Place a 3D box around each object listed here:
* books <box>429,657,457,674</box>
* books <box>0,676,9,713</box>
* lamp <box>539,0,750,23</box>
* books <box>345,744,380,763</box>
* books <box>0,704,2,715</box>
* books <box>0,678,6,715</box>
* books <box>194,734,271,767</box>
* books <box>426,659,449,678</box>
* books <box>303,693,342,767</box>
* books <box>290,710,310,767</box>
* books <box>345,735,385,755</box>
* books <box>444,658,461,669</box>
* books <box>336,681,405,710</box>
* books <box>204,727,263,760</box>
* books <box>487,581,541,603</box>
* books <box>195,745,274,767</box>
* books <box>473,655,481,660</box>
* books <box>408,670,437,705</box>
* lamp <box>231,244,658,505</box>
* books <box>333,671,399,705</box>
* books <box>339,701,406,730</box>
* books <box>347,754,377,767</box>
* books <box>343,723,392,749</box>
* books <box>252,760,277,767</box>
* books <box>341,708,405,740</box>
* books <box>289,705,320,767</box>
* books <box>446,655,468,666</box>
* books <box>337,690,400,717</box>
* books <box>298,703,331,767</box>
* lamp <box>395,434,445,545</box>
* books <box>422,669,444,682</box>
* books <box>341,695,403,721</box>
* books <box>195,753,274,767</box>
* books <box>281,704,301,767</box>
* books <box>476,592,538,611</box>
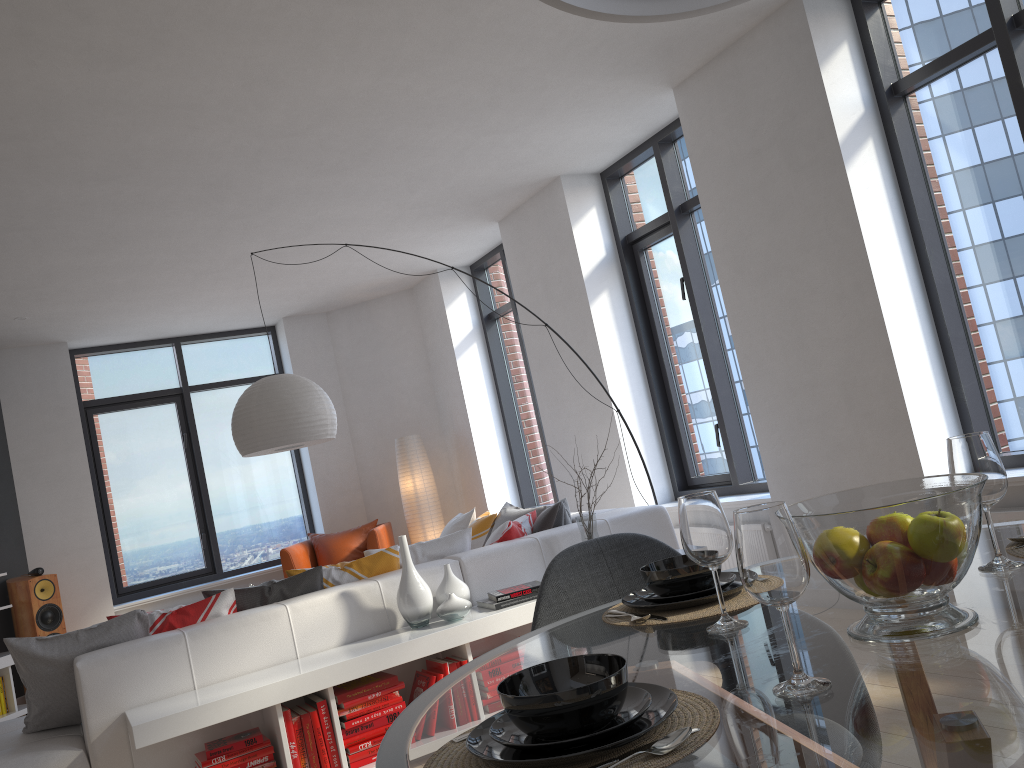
[{"bbox_3d":[-0.270,1.309,3.761,0.038,0.270,0.215,-10,-6,-28],"label":"books"},{"bbox_3d":[-3.896,2.350,6.672,0.213,0.270,0.025,-14,-5,16],"label":"books"},{"bbox_3d":[-0.158,-2.895,1.512,1.000,4.513,1.000,-10,-5,-27],"label":"lamp"},{"bbox_3d":[-0.546,1.446,3.570,0.282,0.030,0.188,-10,-5,-27],"label":"books"},{"bbox_3d":[-3.895,2.363,6.613,0.172,0.234,0.024,-14,-5,16],"label":"books"},{"bbox_3d":[-3.896,2.348,6.643,0.204,0.270,0.029,-14,-5,16],"label":"books"},{"bbox_3d":[-1.070,1.401,3.395,0.254,0.025,0.178,-10,-6,-29],"label":"books"},{"bbox_3d":[-0.296,1.307,3.729,0.046,0.282,0.199,-10,-6,-28],"label":"books"},{"bbox_3d":[-0.749,1.380,3.506,0.049,0.291,0.214,-10,-6,-28],"label":"books"},{"bbox_3d":[-0.840,1.413,3.458,0.031,0.255,0.181,-10,-6,-28],"label":"books"},{"bbox_3d":[-0.555,1.421,3.574,0.266,0.026,0.187,-10,-6,-29],"label":"books"},{"bbox_3d":[-0.238,1.306,3.768,0.028,0.266,0.188,-10,-6,-28],"label":"books"},{"bbox_3d":[-0.595,1.258,3.607,0.266,0.026,0.187,-9,-6,-34],"label":"books"},{"bbox_3d":[-1.065,1.373,3.392,0.206,0.029,0.152,-10,-5,-22],"label":"books"},{"bbox_3d":[0.023,0.929,3.973,0.238,0.027,0.188,-11,-5,-15],"label":"books"},{"bbox_3d":[-1.061,1.425,3.390,0.269,0.028,0.179,-10,-5,-27],"label":"books"},{"bbox_3d":[-0.074,1.224,3.931,0.301,0.032,0.227,-10,-6,-28],"label":"books"},{"bbox_3d":[-0.387,1.339,3.685,0.144,0.247,0.188,-10,-6,-28],"label":"books"},{"bbox_3d":[-0.004,0.223,5.044,3.199,2.647,0.710,-13,-5,7],"label":"lamp"},{"bbox_3d":[-0.620,1.233,3.608,0.259,0.034,0.206,-9,-6,-31],"label":"books"},{"bbox_3d":[-0.589,1.332,3.599,0.261,0.027,0.191,-9,-6,-32],"label":"books"},{"bbox_3d":[-0.550,1.478,3.581,0.274,0.029,0.200,-10,-6,-29],"label":"books"},{"bbox_3d":[-0.574,1.400,3.610,0.301,0.032,0.227,-10,-6,-28],"label":"books"},{"bbox_3d":[-1.049,1.477,3.387,0.257,0.025,0.182,-10,-6,-28],"label":"books"},{"bbox_3d":[-0.587,1.366,3.611,0.279,0.039,0.206,-10,-5,-27],"label":"books"},{"bbox_3d":[-0.811,1.407,3.475,0.034,0.259,0.207,-10,-6,-28],"label":"books"},{"bbox_3d":[-0.209,1.297,3.767,0.028,0.269,0.181,-10,-6,-29],"label":"books"},{"bbox_3d":[-0.609,1.286,3.601,0.257,0.025,0.182,-10,-6,-28],"label":"books"},{"bbox_3d":[-0.773,1.399,3.484,0.042,0.259,0.195,-10,-6,-28],"label":"books"},{"bbox_3d":[-0.655,1.203,8.209,0.804,1.550,0.502,-14,-5,22],"label":"lamp"},{"bbox_3d":[-0.348,1.332,3.698,0.115,0.245,0.192,-10,-6,-28],"label":"books"},{"bbox_3d":[-0.584,1.305,3.601,0.236,0.023,0.178,-10,-6,-28],"label":"books"},{"bbox_3d":[-1.066,1.455,3.401,0.261,0.028,0.191,-10,-6,-29],"label":"books"},{"bbox_3d":[-0.872,1.401,3.440,0.036,0.294,0.208,-10,-6,-28],"label":"books"},{"bbox_3d":[0.019,0.959,3.993,0.300,0.026,0.245,-10,-5,-23],"label":"books"}]
